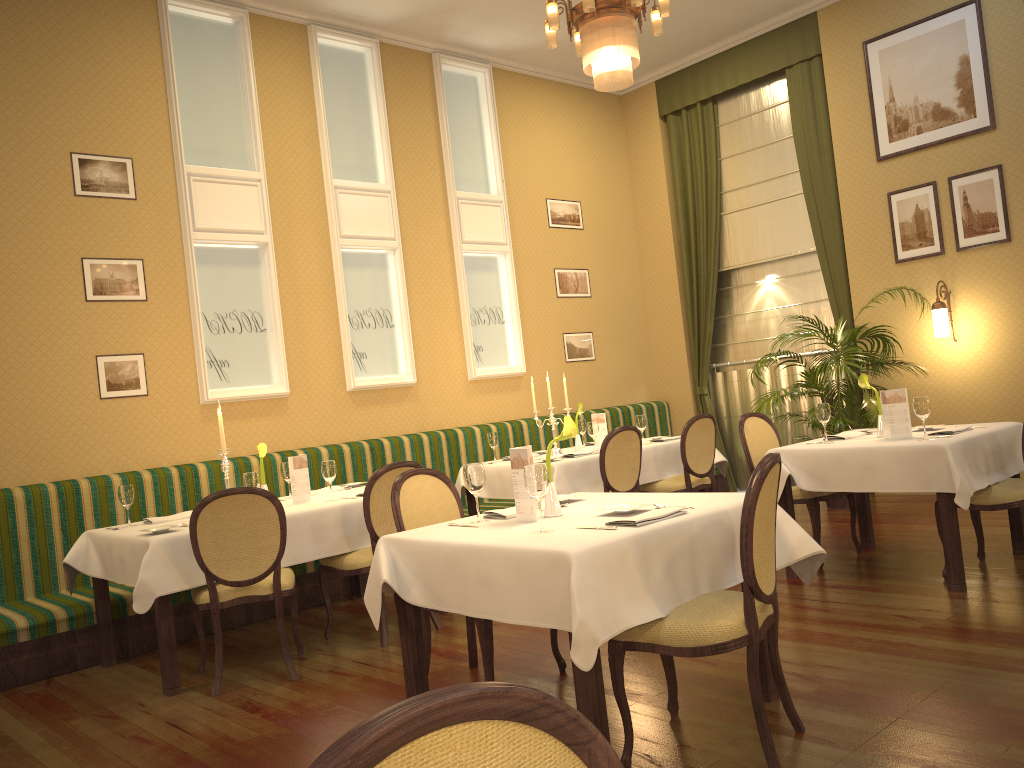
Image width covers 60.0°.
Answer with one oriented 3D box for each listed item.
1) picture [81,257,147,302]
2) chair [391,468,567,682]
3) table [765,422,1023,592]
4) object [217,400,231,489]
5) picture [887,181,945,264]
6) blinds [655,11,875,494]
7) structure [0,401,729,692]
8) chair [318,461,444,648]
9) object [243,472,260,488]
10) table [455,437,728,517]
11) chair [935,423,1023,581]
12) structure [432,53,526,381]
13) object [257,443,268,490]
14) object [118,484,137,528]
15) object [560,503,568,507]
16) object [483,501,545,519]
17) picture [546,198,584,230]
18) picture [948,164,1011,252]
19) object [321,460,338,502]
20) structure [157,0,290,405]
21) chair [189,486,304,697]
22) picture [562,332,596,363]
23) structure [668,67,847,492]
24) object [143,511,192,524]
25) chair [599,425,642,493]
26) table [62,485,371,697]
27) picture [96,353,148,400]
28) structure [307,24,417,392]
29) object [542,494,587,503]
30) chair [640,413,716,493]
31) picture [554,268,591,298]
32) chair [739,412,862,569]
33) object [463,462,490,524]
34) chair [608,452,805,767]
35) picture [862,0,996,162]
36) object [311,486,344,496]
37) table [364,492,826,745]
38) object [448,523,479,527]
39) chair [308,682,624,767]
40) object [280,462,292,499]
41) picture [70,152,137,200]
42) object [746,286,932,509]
[{"bbox_3d":[-2.679,-0.703,5.987,0.401,0.294,0.008,-6,-1,-42],"label":"picture"},{"bbox_3d":[-0.171,0.831,3.860,0.571,0.955,0.530,-7,-1,38],"label":"chair"},{"bbox_3d":[2.289,0.671,5.139,1.395,0.759,1.389,-6,-1,-41],"label":"table"},{"bbox_3d":[-1.623,0.409,5.001,0.131,0.655,0.390,-6,-1,-28],"label":"object"},{"bbox_3d":[3.422,-1.366,7.525,0.022,0.619,0.412,-6,-1,-42],"label":"picture"},{"bbox_3d":[2.429,-1.181,8.732,0.225,4.537,1.934,-6,-1,-43],"label":"blinds"},{"bbox_3d":[-3.456,1.181,4.525,14.516,1.031,0.850,-6,-1,-42],"label":"structure"},{"bbox_3d":[-0.736,0.914,4.942,0.530,0.955,0.571,-6,-1,-42],"label":"chair"},{"bbox_3d":[-1.384,0.587,4.737,0.088,0.229,0.088,-7,-1,6],"label":"object"},{"bbox_3d":[0.680,0.885,6.931,2.152,0.759,1.385,-6,-1,-42],"label":"table"},{"bbox_3d":[2.603,0.532,4.712,0.530,0.955,0.571,-6,-1,-42],"label":"chair"},{"bbox_3d":[-0.324,-1.535,8.231,0.670,2.985,0.200,-6,-1,-42],"label":"structure"},{"bbox_3d":[-1.438,0.527,5.131,0.076,0.375,0.163,-6,-1,-20],"label":"object"},{"bbox_3d":[-2.128,0.675,4.909,0.088,0.229,0.088,-7,-1,6],"label":"object"},{"bbox_3d":[0.165,0.501,3.667,0.038,0.015,0.181,-6,-1,-41],"label":"object"},{"bbox_3d":[0.031,0.507,3.567,0.273,0.033,0.142,-6,-1,-42],"label":"object"},{"bbox_3d":[0.539,-1.723,9.007,0.504,0.294,0.008,-6,-1,-42],"label":"picture"},{"bbox_3d":[3.761,-1.411,7.148,0.022,0.619,0.412,-6,-1,-42],"label":"picture"},{"bbox_3d":[-1.039,0.554,5.065,0.088,0.229,0.088,-7,-1,6],"label":"object"},{"bbox_3d":[-2.141,-1.359,6.574,0.687,2.985,0.200,-6,-1,-42],"label":"structure"},{"bbox_3d":[-1.333,0.972,4.391,0.530,0.955,0.571,-6,-1,-17],"label":"chair"},{"bbox_3d":[0.682,-0.375,8.974,0.437,0.294,0.008,-6,-1,-42],"label":"picture"},{"bbox_3d":[2.513,-1.177,8.810,0.123,4.511,1.942,-6,-1,-42],"label":"structure"},{"bbox_3d":[-1.922,0.754,5.013,0.273,0.033,0.142,-6,-1,-42],"label":"object"},{"bbox_3d":[0.631,0.782,6.191,0.530,0.955,0.571,-6,-1,-42],"label":"chair"},{"bbox_3d":[-1.309,1.079,5.117,2.152,0.759,1.385,-6,-1,-42],"label":"table"},{"bbox_3d":[-2.619,-0.055,5.963,0.313,0.294,0.008,-6,-1,-42],"label":"picture"},{"bbox_3d":[-1.260,-1.444,7.378,0.661,2.985,0.200,-6,-1,-42],"label":"structure"},{"bbox_3d":[0.210,0.493,3.770,0.160,0.024,0.160,-6,-1,-42],"label":"object"},{"bbox_3d":[1.274,0.719,6.732,0.530,0.955,0.571,-6,-1,-42],"label":"chair"},{"bbox_3d":[0.619,-1.023,8.995,0.504,0.294,0.008,-6,-1,-42],"label":"picture"},{"bbox_3d":[1.813,0.638,5.665,0.530,0.955,0.571,-6,-1,-42],"label":"chair"},{"bbox_3d":[-0.139,0.423,3.439,0.088,0.229,0.088,-6,-1,0],"label":"object"},{"bbox_3d":[0.638,0.723,2.918,0.571,0.955,0.530,-7,-1,28],"label":"chair"},{"bbox_3d":[3.442,-2.502,7.376,0.027,1.057,0.966,-6,-1,-42],"label":"picture"},{"bbox_3d":[-1.232,0.688,5.692,0.273,0.033,0.142,-6,-1,-42],"label":"object"},{"bbox_3d":[0.300,0.864,3.326,1.395,0.759,1.389,-6,-1,-41],"label":"table"},{"bbox_3d":[-0.183,0.537,3.375,0.017,0.010,0.185,-6,-1,-41],"label":"object"},{"bbox_3d":[0.154,0.736,0.605,0.530,0.955,0.571,-6,-1,-42],"label":"chair"},{"bbox_3d":[-1.402,0.604,5.564,0.088,0.229,0.088,-6,-1,0],"label":"object"},{"bbox_3d":[-2.759,-1.403,5.999,0.401,0.294,0.008,-6,-1,-42],"label":"picture"},{"bbox_3d":[2.788,0.139,7.466,1.496,1.807,1.552,-7,-1,28],"label":"object"}]
